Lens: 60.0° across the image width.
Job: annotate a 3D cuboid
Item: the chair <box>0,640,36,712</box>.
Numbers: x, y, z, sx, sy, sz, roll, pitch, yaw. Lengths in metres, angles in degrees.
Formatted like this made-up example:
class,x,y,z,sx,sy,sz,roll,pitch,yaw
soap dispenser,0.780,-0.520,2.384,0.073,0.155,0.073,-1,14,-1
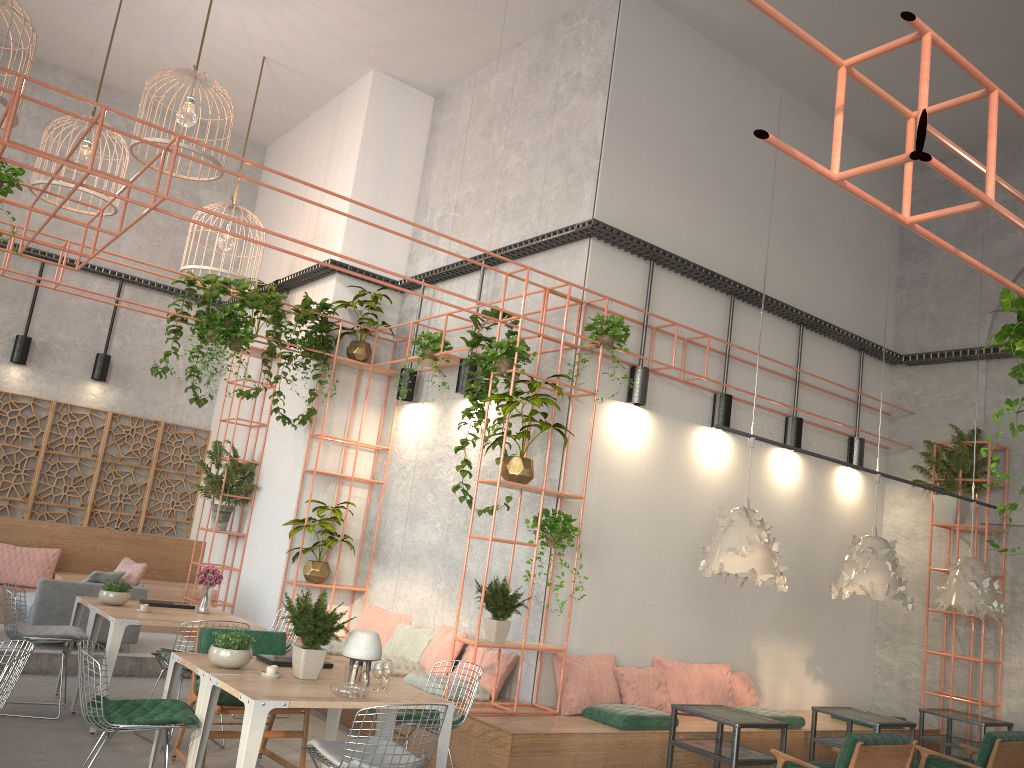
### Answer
class,x,y,z,sx,sy,sz,roll,pitch,yaw
chair,-2.798,1.709,4.262,0.717,0.941,0.565,15,-13,-34

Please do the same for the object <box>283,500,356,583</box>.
class,x,y,z,sx,sy,sz,roll,pitch,yaw
object,-2.153,1.723,9.821,0.903,0.919,0.934,3,-12,25

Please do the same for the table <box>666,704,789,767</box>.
class,x,y,z,sx,sy,sz,roll,pitch,yaw
table,1.536,2.805,6.430,0.602,0.798,0.635,16,-13,-35

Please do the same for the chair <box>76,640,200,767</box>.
class,x,y,z,sx,sy,sz,roll,pitch,yaw
chair,-2.073,1.913,4.802,0.717,0.941,0.565,12,-11,-19

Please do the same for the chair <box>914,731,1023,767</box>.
class,x,y,z,sx,sy,sz,roll,pitch,yaw
chair,3.493,3.062,6.713,0.722,0.930,0.685,16,-13,-35

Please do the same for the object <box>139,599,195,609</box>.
class,x,y,z,sx,sy,sz,roll,pitch,yaw
object,-3.089,1.975,7.952,0.427,0.031,0.268,16,-13,-35

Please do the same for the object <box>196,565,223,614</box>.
class,x,y,z,sx,sy,sz,roll,pitch,yaw
object,-2.679,1.806,7.798,0.225,0.414,0.213,18,-15,-42

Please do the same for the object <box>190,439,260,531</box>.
class,x,y,z,sx,sy,sz,roll,pitch,yaw
object,-3.547,1.252,10.975,0.900,1.097,0.894,9,-11,-7

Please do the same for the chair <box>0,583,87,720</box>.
class,x,y,z,sx,sy,sz,roll,pitch,yaw
chair,-3.767,2.105,7.052,0.717,0.941,0.565,12,-11,-19

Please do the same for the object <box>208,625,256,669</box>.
class,x,y,z,sx,sy,sz,roll,pitch,yaw
object,-1.658,1.551,5.254,0.254,0.247,0.248,16,-13,-35

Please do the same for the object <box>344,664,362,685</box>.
class,x,y,z,sx,sy,sz,roll,pitch,yaw
object,-0.923,1.687,5.113,0.095,0.119,0.095,10,-11,-11

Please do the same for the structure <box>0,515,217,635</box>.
class,x,y,z,sx,sy,sz,roll,pitch,yaw
structure,-7.173,1.635,8.583,9.152,1.111,3.396,16,-13,-35

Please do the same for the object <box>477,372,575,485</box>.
class,x,y,z,sx,sy,sz,roll,pitch,yaw
object,0.078,0.338,7.241,0.903,0.947,0.934,5,-11,15

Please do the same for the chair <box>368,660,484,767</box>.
class,x,y,z,sx,sy,sz,roll,pitch,yaw
chair,-0.614,2.320,5.876,0.717,0.941,0.565,15,-13,-34

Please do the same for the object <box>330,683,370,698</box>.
class,x,y,z,sx,sy,sz,roll,pitch,yaw
object,-0.890,1.686,4.870,0.218,0.041,0.218,13,-12,-27

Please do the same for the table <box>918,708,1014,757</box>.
class,x,y,z,sx,sy,sz,roll,pitch,yaw
table,4.303,3.574,8.447,0.602,0.798,0.635,16,-13,-35

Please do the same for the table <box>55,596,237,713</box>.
class,x,y,z,sx,sy,sz,roll,pitch,yaw
table,-3.178,2.361,7.729,1.205,0.830,0.694,16,-13,-35

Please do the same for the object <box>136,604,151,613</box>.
class,x,y,z,sx,sy,sz,roll,pitch,yaw
object,-3.027,1.838,7.295,0.115,0.078,0.115,14,-12,-30

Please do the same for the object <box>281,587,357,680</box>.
class,x,y,z,sx,sy,sz,roll,pitch,yaw
object,-1.199,1.472,5.271,0.368,0.527,0.438,16,-13,-35

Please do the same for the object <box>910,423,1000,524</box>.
class,x,y,z,sx,sy,sz,roll,pitch,yaw
object,4.920,1.015,9.863,0.894,1.101,0.900,3,-12,23

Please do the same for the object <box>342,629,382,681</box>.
class,x,y,z,sx,sy,sz,roll,pitch,yaw
object,-0.907,1.646,5.340,0.241,0.313,0.241,6,-11,9

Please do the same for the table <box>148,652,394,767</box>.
class,x,y,z,sx,sy,sz,roll,pitch,yaw
table,-1.484,2.169,5.479,1.205,0.830,0.694,16,-13,-35

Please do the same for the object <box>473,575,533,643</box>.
class,x,y,z,sx,sy,sz,roll,pitch,yaw
object,-0.117,1.791,7.099,0.368,0.527,0.438,16,-13,-35

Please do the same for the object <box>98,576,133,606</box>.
class,x,y,z,sx,sy,sz,roll,pitch,yaw
object,-3.352,1.743,7.504,0.254,0.247,0.248,16,-13,-35

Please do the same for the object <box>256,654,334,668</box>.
class,x,y,z,sx,sy,sz,roll,pitch,yaw
object,-1.395,1.783,5.701,0.427,0.031,0.268,16,-13,-35

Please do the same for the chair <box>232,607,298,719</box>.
class,x,y,z,sx,sy,sz,roll,pitch,yaw
chair,-2.308,2.512,8.126,0.717,0.941,0.565,15,-13,-34

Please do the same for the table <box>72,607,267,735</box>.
class,x,y,z,sx,sy,sz,roll,pitch,yaw
table,-2.757,2.315,7.176,1.214,0.830,0.694,16,-13,-35

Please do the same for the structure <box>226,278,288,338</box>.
class,x,y,z,sx,sy,sz,roll,pitch,yaw
structure,-3.270,-0.986,11.372,0.903,0.803,0.934,3,-12,25

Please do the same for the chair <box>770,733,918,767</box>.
class,x,y,z,sx,sy,sz,roll,pitch,yaw
chair,2.097,2.674,5.695,0.722,0.929,0.685,16,-13,-35

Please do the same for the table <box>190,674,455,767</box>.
class,x,y,z,sx,sy,sz,roll,pitch,yaw
table,-1.063,2.123,4.926,1.214,0.830,0.694,16,-13,-35

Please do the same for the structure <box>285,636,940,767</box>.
class,x,y,z,sx,sy,sz,roll,pitch,yaw
structure,0.954,3.471,9.568,5.831,0.500,4.386,16,-13,-35

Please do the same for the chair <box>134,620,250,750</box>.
class,x,y,z,sx,sy,sz,roll,pitch,yaw
chair,-2.434,2.241,6.795,0.565,0.941,0.717,17,-14,-39

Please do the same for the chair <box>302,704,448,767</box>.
class,x,y,z,sx,sy,sz,roll,pitch,yaw
chair,-0.740,2.049,4.544,0.565,0.941,0.717,17,-14,-39

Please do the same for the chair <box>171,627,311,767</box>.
class,x,y,z,sx,sy,sz,roll,pitch,yaw
chair,-1.835,2.202,6.123,0.722,0.917,0.685,16,-13,-35

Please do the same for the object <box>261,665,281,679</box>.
class,x,y,z,sx,sy,sz,roll,pitch,yaw
object,-1.387,1.652,5.116,0.115,0.078,0.115,14,-12,-30

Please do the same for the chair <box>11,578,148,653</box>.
class,x,y,z,sx,sy,sz,roll,pitch,yaw
chair,-4.530,2.351,9.259,1.052,0.672,1.127,16,-13,-35

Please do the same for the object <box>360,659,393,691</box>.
class,x,y,z,sx,sy,sz,roll,pitch,yaw
object,-0.773,1.724,5.266,0.165,0.154,0.210,-2,-15,43

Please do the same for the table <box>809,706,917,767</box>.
class,x,y,z,sx,sy,sz,roll,pitch,yaw
table,2.919,3.189,7.438,0.602,0.798,0.635,16,-13,-35
